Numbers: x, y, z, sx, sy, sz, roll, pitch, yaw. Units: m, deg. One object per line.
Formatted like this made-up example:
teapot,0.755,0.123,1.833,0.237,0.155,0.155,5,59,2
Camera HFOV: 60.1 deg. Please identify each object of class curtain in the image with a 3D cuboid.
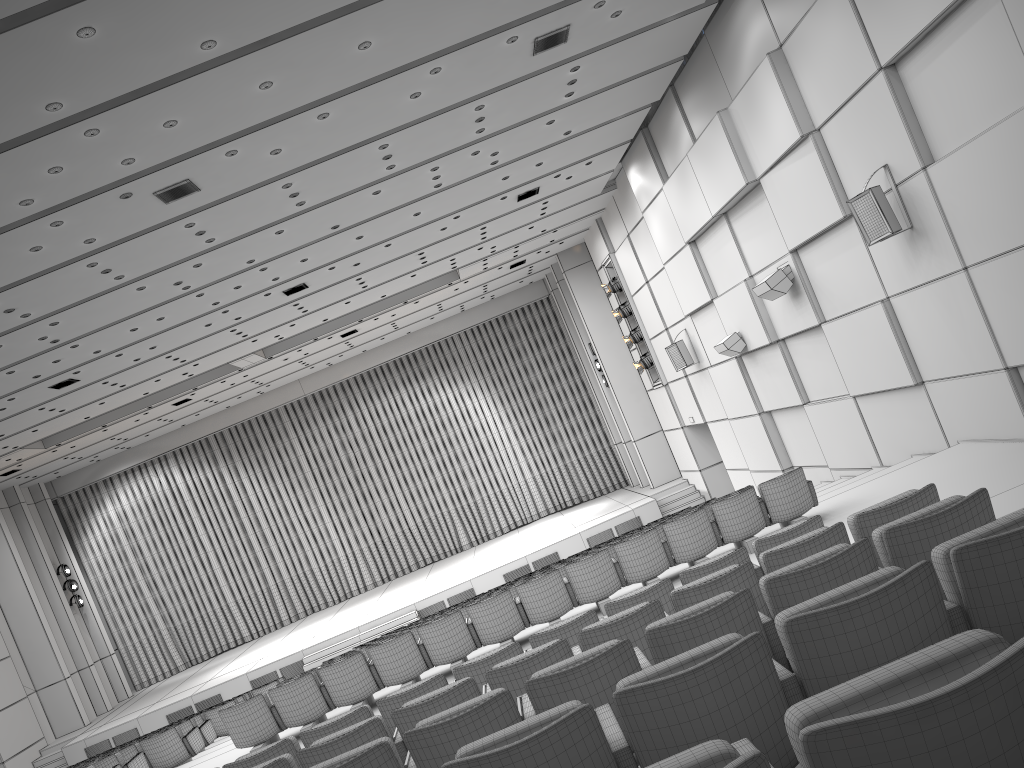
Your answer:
curtain,-4.900,3.018,26.830,16.120,6.517,1.431,-22,0,-1

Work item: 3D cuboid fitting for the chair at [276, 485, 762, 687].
chair,0.184,2.611,10.453,6.046,0.621,0.613,-22,-1,-1

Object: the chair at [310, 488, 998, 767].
chair,-3.911,3.236,3.827,13.191,0.621,0.613,-22,-1,-1

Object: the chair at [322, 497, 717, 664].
chair,0.260,3.279,13.754,6.596,0.621,0.613,-22,-1,-1

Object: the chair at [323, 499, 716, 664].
chair,0.245,3.052,12.654,6.046,0.621,0.613,-22,-1,-1

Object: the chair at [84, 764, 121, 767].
chair,-7.225,5.445,9.163,6.596,0.621,0.613,-22,-1,-1

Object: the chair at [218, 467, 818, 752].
chair,0.138,2.397,9.352,6.596,0.621,0.613,-22,-1,-1

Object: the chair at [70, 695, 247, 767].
chair,-7.056,6.542,14.667,6.046,0.621,0.613,-22,-1,-1

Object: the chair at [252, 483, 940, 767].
chair,-3.855,3.447,4.928,13.741,0.621,0.613,-22,-1,-1

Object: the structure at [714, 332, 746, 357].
structure,3.752,-0.694,15.092,0.470,0.417,0.522,-22,-2,-5

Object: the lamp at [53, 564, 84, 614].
lamp,-12.236,5.610,24.418,0.437,1.477,0.385,-23,0,2

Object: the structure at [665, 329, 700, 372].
structure,3.410,-0.677,17.852,0.405,0.744,0.415,-22,-1,-45

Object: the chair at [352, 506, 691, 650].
chair,0.321,3.721,15.956,6.596,0.621,0.613,-22,-1,-1

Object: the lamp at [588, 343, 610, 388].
lamp,2.435,-0.541,23.599,0.435,1.477,0.386,-23,0,-6

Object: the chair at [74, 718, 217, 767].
chair,-7.117,6.100,12.465,6.046,0.621,0.613,-22,-1,-1

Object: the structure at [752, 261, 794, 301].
structure,3.730,-1.428,12.562,0.469,0.417,0.522,-22,-2,-6

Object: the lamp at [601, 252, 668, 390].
lamp,2.891,-1.459,21.052,0.753,3.338,1.025,-23,0,-7

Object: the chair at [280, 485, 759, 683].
chair,0.198,2.838,11.553,6.596,0.621,0.613,-22,-1,-1

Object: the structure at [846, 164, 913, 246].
structure,3.908,-1.908,9.481,0.405,0.744,0.415,-22,-1,-45

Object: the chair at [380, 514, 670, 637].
chair,0.399,3.922,17.064,6.046,0.621,0.613,-22,-1,-1

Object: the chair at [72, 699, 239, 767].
chair,-7.102,6.327,13.565,6.596,0.621,0.613,-22,-1,-1

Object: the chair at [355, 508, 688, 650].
chair,0.306,3.493,14.856,6.046,0.621,0.613,-22,-1,-1

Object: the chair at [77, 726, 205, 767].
chair,-7.164,5.886,11.364,6.596,0.621,0.613,-22,-1,-1

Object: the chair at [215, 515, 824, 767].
chair,-3.849,3.678,6.028,13.191,0.621,0.613,-22,-1,-1

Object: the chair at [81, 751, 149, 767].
chair,-7.178,5.659,10.264,6.046,0.621,0.613,-22,-1,-1

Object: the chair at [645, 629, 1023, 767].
chair,-3.972,2.795,1.626,13.191,0.621,0.613,-22,-1,-1

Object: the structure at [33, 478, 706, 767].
structure,-3.366,6.169,23.713,17.807,0.845,8.334,-22,-3,-2

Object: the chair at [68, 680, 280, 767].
chair,-7.041,6.769,15.767,6.596,0.621,0.613,-22,-1,-1

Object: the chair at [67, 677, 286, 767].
chair,-6.963,6.970,16.875,6.046,0.621,0.613,-22,-1,-1

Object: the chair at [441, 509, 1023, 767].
chair,-3.916,3.005,2.727,13.741,0.621,0.613,-22,-1,-1
